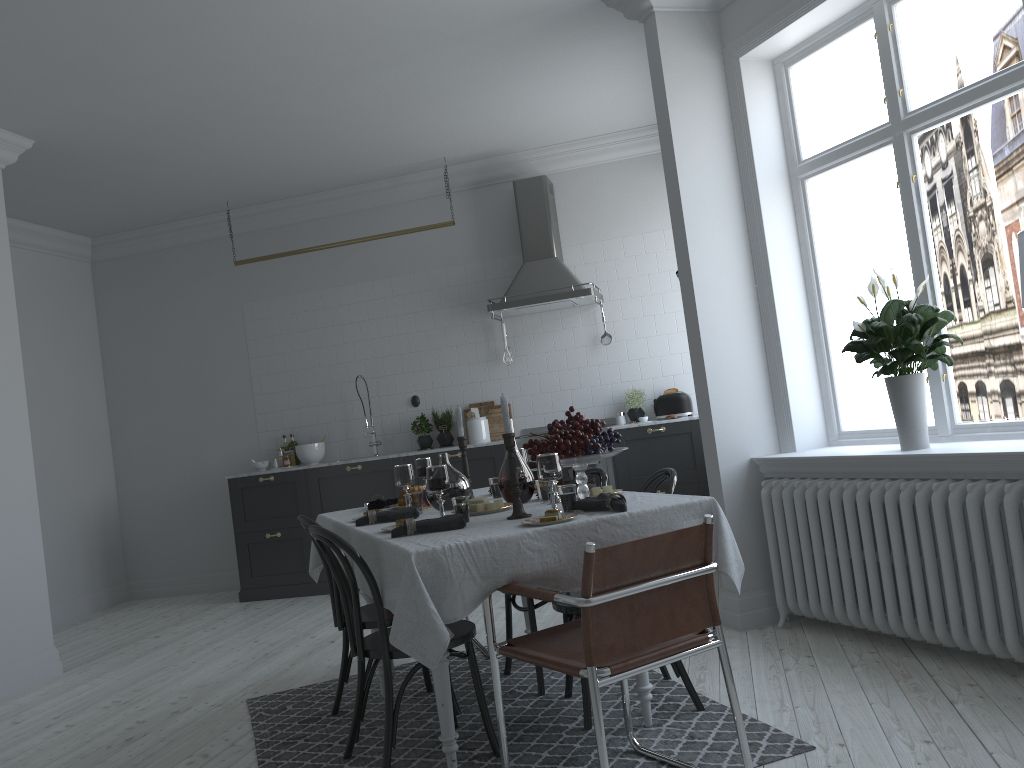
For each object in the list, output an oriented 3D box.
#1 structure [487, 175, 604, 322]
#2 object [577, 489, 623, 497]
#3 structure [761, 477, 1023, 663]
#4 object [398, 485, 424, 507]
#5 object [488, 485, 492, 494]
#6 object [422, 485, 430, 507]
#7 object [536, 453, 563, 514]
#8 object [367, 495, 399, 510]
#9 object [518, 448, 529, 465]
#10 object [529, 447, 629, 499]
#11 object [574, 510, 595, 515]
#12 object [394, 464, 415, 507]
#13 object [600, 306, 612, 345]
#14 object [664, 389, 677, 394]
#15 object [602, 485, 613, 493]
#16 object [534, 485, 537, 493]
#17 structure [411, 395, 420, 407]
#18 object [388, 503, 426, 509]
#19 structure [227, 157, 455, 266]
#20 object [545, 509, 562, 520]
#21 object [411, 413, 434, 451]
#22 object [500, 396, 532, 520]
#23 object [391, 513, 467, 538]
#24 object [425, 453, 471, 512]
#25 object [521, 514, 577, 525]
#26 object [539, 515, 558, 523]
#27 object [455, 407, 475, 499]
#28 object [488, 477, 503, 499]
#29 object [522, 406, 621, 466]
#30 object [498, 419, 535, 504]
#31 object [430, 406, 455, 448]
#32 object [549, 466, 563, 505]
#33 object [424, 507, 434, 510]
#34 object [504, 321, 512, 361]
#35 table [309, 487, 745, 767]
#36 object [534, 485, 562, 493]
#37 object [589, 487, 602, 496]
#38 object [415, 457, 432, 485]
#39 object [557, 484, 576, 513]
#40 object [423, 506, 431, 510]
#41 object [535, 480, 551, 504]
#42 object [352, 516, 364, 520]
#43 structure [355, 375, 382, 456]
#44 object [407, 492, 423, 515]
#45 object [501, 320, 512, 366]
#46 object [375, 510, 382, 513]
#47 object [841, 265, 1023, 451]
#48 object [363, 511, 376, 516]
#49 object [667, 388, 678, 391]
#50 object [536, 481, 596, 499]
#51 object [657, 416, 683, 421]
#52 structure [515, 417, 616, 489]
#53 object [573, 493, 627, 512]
[{"bbox_3d":[0.211,-1.101,7.049,0.843,1.079,0.567,-8,-2,13],"label":"structure"},{"bbox_3d":[0.349,0.437,3.514,0.182,0.013,0.182,-8,-2,13],"label":"object"},{"bbox_3d":[1.678,0.766,3.685,0.245,0.753,1.710,-7,-3,-24],"label":"structure"},{"bbox_3d":[-0.474,0.531,4.199,0.191,0.105,0.164,-9,-3,32],"label":"object"},{"bbox_3d":[-0.001,0.493,4.293,0.247,0.061,0.165,-6,-3,-38],"label":"object"},{"bbox_3d":[-0.367,0.509,4.044,0.091,0.101,0.091,-6,-3,-32],"label":"object"},{"bbox_3d":[0.135,0.345,3.016,0.083,0.215,0.083,-8,-2,18],"label":"object"},{"bbox_3d":[-0.677,0.586,4.387,0.165,0.061,0.247,-6,-3,-38],"label":"object"},{"bbox_3d":[0.037,0.397,3.980,0.083,0.215,0.083,-8,-2,18],"label":"object"},{"bbox_3d":[0.255,0.350,3.244,0.367,0.188,0.367,-6,-3,-36],"label":"object"},{"bbox_3d":[0.243,0.430,2.965,0.031,0.012,0.131,-7,-3,-25],"label":"object"},{"bbox_3d":[-0.457,0.456,3.828,0.083,0.215,0.083,-8,-2,18],"label":"object"},{"bbox_3d":[0.741,-0.473,7.119,0.101,0.331,0.030,-9,-2,23],"label":"object"},{"bbox_3d":[1.242,0.093,6.916,0.107,0.110,0.010,-8,-2,17],"label":"object"},{"bbox_3d":[0.367,0.423,3.527,0.040,0.039,0.077,-7,-2,-17],"label":"object"},{"bbox_3d":[0.116,0.476,4.075,0.057,0.041,0.038,-6,-3,-35],"label":"object"},{"bbox_3d":[-0.825,0.147,7.553,0.079,0.103,0.032,-8,-2,13],"label":"structure"},{"bbox_3d":[-0.458,0.571,4.202,0.251,0.018,0.251,-8,-2,13],"label":"object"},{"bbox_3d":[-1.453,-1.414,7.342,1.988,0.556,0.053,-8,-2,13],"label":"structure"},{"bbox_3d":[0.134,0.428,2.901,0.057,0.037,0.021,-9,-3,34],"label":"object"},{"bbox_3d":[-0.752,0.397,7.426,0.172,0.311,0.179,-9,-2,24],"label":"object"},{"bbox_3d":[-0.002,0.256,3.127,0.089,0.432,0.089,-9,-3,35],"label":"object"},{"bbox_3d":[-0.272,0.478,3.030,0.247,0.061,0.165,-6,-3,-38],"label":"object"},{"bbox_3d":[-0.276,0.414,3.755,0.194,0.245,0.194,-7,-2,-4],"label":"object"},{"bbox_3d":[0.121,0.442,2.872,0.182,0.013,0.182,-9,-2,23],"label":"object"},{"bbox_3d":[0.120,0.437,2.861,0.057,0.021,0.037,-8,-2,13],"label":"object"},{"bbox_3d":[-0.216,0.320,3.996,0.089,0.432,0.089,-9,-3,35],"label":"object"},{"bbox_3d":[-0.069,0.472,4.030,0.066,0.094,0.066,-8,-2,2],"label":"object"},{"bbox_3d":[0.230,0.187,3.240,0.347,0.215,0.318,-7,-3,-25],"label":"object"},{"bbox_3d":[0.006,0.319,3.652,0.152,0.352,0.152,-6,-3,-27],"label":"object"},{"bbox_3d":[-0.571,0.342,7.370,0.196,0.367,0.186,-6,-3,-32],"label":"object"},{"bbox_3d":[0.162,0.359,3.455,0.083,0.215,0.083,-8,-2,8],"label":"object"},{"bbox_3d":[-0.324,0.546,3.941,0.150,0.009,0.075,-5,-3,-42],"label":"object"},{"bbox_3d":[-0.052,-0.360,7.310,0.066,0.332,0.024,-8,-2,18],"label":"object"},{"bbox_3d":[-0.103,0.931,3.688,1.210,0.842,2.179,-7,-2,-20],"label":"table"},{"bbox_3d":[0.142,0.488,4.097,0.182,0.013,0.182,-8,-2,13],"label":"object"},{"bbox_3d":[0.327,0.427,3.514,0.039,0.040,0.078,-7,-2,-12],"label":"object"},{"bbox_3d":[-0.428,0.476,4.399,0.083,0.215,0.083,-8,-2,18],"label":"object"},{"bbox_3d":[0.195,0.399,3.075,0.066,0.094,0.066,-8,-2,2],"label":"object"},{"bbox_3d":[-0.340,0.533,3.927,0.167,0.031,0.031,-5,-3,-42],"label":"object"},{"bbox_3d":[0.128,0.425,3.512,0.066,0.094,0.066,-9,-3,24],"label":"object"},{"bbox_3d":[-0.596,0.575,3.821,0.182,0.013,0.182,-9,-3,28],"label":"object"},{"bbox_3d":[-1.215,0.266,7.416,0.100,0.692,0.266,-8,-2,13],"label":"structure"},{"bbox_3d":[-0.404,0.505,3.740,0.066,0.094,0.066,-8,-2,2],"label":"object"},{"bbox_3d":[-0.054,-0.337,7.276,0.074,0.381,0.076,-7,-2,-7],"label":"object"},{"bbox_3d":[-0.587,0.562,3.838,0.057,0.037,0.021,-9,-3,31],"label":"object"},{"bbox_3d":[-10.348,0.503,4.910,72.085,19.432,33.873,-7,-2,-22],"label":"object"},{"bbox_3d":[-0.610,0.564,3.815,0.057,0.037,0.021,-8,-2,3],"label":"object"},{"bbox_3d":[1.265,0.089,6.990,0.107,0.110,0.010,-8,-2,17],"label":"object"},{"bbox_3d":[0.213,0.441,3.720,0.247,0.061,0.165,-6,-3,-38],"label":"object"},{"bbox_3d":[1.194,0.261,6.692,0.209,0.011,0.209,-6,-3,-39],"label":"object"},{"bbox_3d":[0.463,0.861,6.932,0.779,1.096,0.651,-8,-2,13],"label":"structure"},{"bbox_3d":[0.346,0.395,3.010,0.165,0.061,0.247,-6,-3,-38],"label":"object"}]
